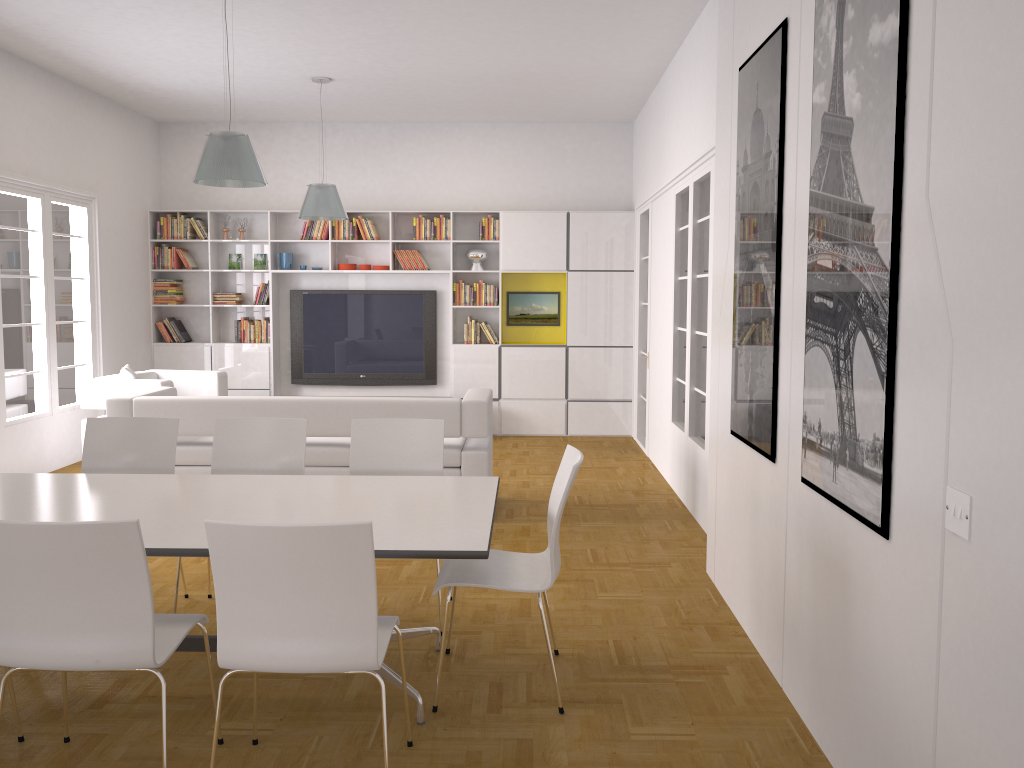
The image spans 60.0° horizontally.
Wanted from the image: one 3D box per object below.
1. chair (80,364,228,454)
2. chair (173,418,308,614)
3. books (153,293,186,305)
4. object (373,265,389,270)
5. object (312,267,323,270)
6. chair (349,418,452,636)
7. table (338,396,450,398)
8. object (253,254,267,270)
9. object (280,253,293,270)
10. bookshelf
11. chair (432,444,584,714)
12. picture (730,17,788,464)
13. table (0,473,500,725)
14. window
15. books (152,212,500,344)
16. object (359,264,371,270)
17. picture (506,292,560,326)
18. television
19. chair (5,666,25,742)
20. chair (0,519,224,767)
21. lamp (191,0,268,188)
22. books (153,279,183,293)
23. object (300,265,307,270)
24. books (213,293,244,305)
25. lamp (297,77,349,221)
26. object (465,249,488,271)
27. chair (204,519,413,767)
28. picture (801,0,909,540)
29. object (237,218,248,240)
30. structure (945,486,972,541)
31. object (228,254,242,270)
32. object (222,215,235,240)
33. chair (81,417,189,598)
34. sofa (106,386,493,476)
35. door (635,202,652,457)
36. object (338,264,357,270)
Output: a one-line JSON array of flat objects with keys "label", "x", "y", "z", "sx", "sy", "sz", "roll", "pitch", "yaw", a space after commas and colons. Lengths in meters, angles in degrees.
[{"label": "chair", "x": -3.180, "y": 0.274, "z": 7.996, "sx": 0.801, "sy": 0.910, "sz": 1.098, "roll": 1, "pitch": 5, "yaw": 11}, {"label": "chair", "x": -1.289, "y": 0.664, "z": 4.334, "sx": 0.561, "sy": 0.929, "sz": 0.576, "roll": 0, "pitch": 5, "yaw": 1}, {"label": "books", "x": -3.856, "y": -0.953, "z": 9.991, "sx": 0.284, "sy": 0.153, "sz": 0.208, "roll": 0, "pitch": 5, "yaw": 1}, {"label": "object", "x": -1.461, "y": -1.293, "z": 9.898, "sx": 0.182, "sy": 0.054, "sz": 0.183, "roll": 0, "pitch": 6, "yaw": -3}, {"label": "object", "x": -2.178, "y": -1.286, "z": 9.918, "sx": 0.124, "sy": 0.032, "sz": 0.124, "roll": -1, "pitch": 6, "yaw": -13}, {"label": "chair", "x": -0.588, "y": 0.668, "z": 4.322, "sx": 0.561, "sy": 0.929, "sz": 0.576, "roll": 0, "pitch": 5, "yaw": 1}, {"label": "table", "x": -1.679, "y": 0.374, "z": 9.684, "sx": 1.973, "sy": 0.434, "sz": 0.438, "roll": 0, "pitch": 5, "yaw": 1}, {"label": "object", "x": -2.853, "y": -1.382, "z": 10.042, "sx": 0.144, "sy": 0.190, "sz": 0.052, "roll": 0, "pitch": 5, "yaw": 1}, {"label": "object", "x": -2.523, "y": -1.368, "z": 9.917, "sx": 0.147, "sy": 0.192, "sz": 0.147, "roll": -1, "pitch": 5, "yaw": -10}, {"label": "bookshelf", "x": -1.327, "y": -0.681, "z": 9.991, "sx": 5.365, "sy": 2.476, "sz": 0.390, "roll": 0, "pitch": 5, "yaw": 1}, {"label": "chair", "x": -0.006, "y": 0.740, "z": 3.553, "sx": 0.575, "sy": 0.929, "sz": 0.562, "roll": 0, "pitch": 5, "yaw": 1}, {"label": "picture", "x": 1.083, "y": -0.599, "z": 3.956, "sx": 0.013, "sy": 1.777, "sz": 0.788, "roll": 0, "pitch": 5, "yaw": 1}, {"label": "table", "x": -1.272, "y": 0.842, "z": 3.564, "sx": 2.411, "sy": 0.721, "sz": 1.213, "roll": 0, "pitch": 5, "yaw": 1}, {"label": "window", "x": -4.118, "y": -0.417, "z": 6.995, "sx": 0.195, "sy": 2.524, "sz": 3.356, "roll": 0, "pitch": 5, "yaw": 1}, {"label": "books", "x": -2.068, "y": -1.179, "z": 9.929, "sx": 3.862, "sy": 1.453, "sz": 0.236, "roll": 0, "pitch": 5, "yaw": 1}, {"label": "object", "x": -1.641, "y": -1.299, "z": 9.920, "sx": 0.128, "sy": 0.072, "sz": 0.129, "roll": 0, "pitch": 5, "yaw": -3}, {"label": "picture", "x": 0.242, "y": -0.852, "z": 10.055, "sx": 0.609, "sy": 0.387, "sz": 0.007, "roll": 0, "pitch": 5, "yaw": 1}, {"label": "television", "x": -1.682, "y": -0.522, "z": 10.075, "sx": 1.660, "sy": 1.086, "sz": 0.082, "roll": 0, "pitch": 5, "yaw": 1}, {"label": "chair", "x": -1.989, "y": 0.816, "z": 2.792, "sx": 0.561, "sy": 0.929, "sz": 0.576, "roll": 0, "pitch": 5, "yaw": 1}, {"label": "chair", "x": -1.287, "y": 0.819, "z": 2.781, "sx": 0.561, "sy": 0.929, "sz": 0.576, "roll": 0, "pitch": 5, "yaw": 1}, {"label": "lamp", "x": -1.767, "y": -1.879, "z": 5.516, "sx": 0.464, "sy": 1.247, "sz": 0.465, "roll": 0, "pitch": 5, "yaw": 0}, {"label": "books", "x": -3.871, "y": -1.101, "z": 9.980, "sx": 0.252, "sy": 0.153, "sz": 0.208, "roll": 0, "pitch": 5, "yaw": 1}, {"label": "object", "x": -2.334, "y": -1.299, "z": 9.920, "sx": 0.078, "sy": 0.056, "sz": 0.078, "roll": 3, "pitch": 6, "yaw": 26}, {"label": "books", "x": -3.187, "y": -0.949, "z": 9.980, "sx": 0.284, "sy": 0.153, "sz": 0.208, "roll": 0, "pitch": 5, "yaw": 1}, {"label": "lamp", "x": -1.724, "y": -2.132, "z": 8.051, "sx": 0.464, "sy": 1.247, "sz": 0.465, "roll": 0, "pitch": 5, "yaw": 0}, {"label": "object", "x": -0.399, "y": -1.376, "z": 9.889, "sx": 0.256, "sy": 0.239, "sz": 0.257, "roll": 1, "pitch": 5, "yaw": 9}, {"label": "chair", "x": -0.627, "y": 0.823, "z": 2.770, "sx": 0.561, "sy": 0.929, "sz": 0.576, "roll": 0, "pitch": 5, "yaw": 1}, {"label": "picture", "x": 1.063, "y": -0.485, "z": 2.818, "sx": 0.016, "sy": 1.777, "sz": 0.788, "roll": 0, "pitch": 5, "yaw": 1}, {"label": "object", "x": -3.060, "y": -1.736, "z": 9.950, "sx": 0.179, "sy": 0.259, "sz": 0.119, "roll": 2, "pitch": 5, "yaw": 21}, {"label": "structure", "x": 1.055, "y": 0.304, "z": 2.098, "sx": 0.013, "sy": 0.104, "sz": 0.114, "roll": 0, "pitch": 5, "yaw": 1}, {"label": "object", "x": -3.142, "y": -1.383, "z": 10.047, "sx": 0.144, "sy": 0.190, "sz": 0.052, "roll": 0, "pitch": 5, "yaw": 1}, {"label": "object", "x": -3.180, "y": -1.745, "z": 9.934, "sx": 0.120, "sy": 0.278, "sz": 0.179, "roll": 1, "pitch": 5, "yaw": 6}, {"label": "chair", "x": -1.949, "y": 0.661, "z": 4.345, "sx": 0.561, "sy": 0.929, "sz": 0.576, "roll": 0, "pitch": 5, "yaw": 1}, {"label": "sofa", "x": -1.466, "y": 0.478, "z": 6.471, "sx": 2.622, "sy": 0.847, "sz": 0.824, "roll": 0, "pitch": 5, "yaw": 1}, {"label": "door", "x": 1.355, "y": -0.563, "z": 9.033, "sx": 0.139, "sy": 2.450, "sz": 1.010, "roll": 0, "pitch": 5, "yaw": 1}, {"label": "object", "x": -1.845, "y": -1.307, "z": 9.923, "sx": 0.210, "sy": 0.072, "sz": 0.211, "roll": -2, "pitch": 6, "yaw": -24}]
